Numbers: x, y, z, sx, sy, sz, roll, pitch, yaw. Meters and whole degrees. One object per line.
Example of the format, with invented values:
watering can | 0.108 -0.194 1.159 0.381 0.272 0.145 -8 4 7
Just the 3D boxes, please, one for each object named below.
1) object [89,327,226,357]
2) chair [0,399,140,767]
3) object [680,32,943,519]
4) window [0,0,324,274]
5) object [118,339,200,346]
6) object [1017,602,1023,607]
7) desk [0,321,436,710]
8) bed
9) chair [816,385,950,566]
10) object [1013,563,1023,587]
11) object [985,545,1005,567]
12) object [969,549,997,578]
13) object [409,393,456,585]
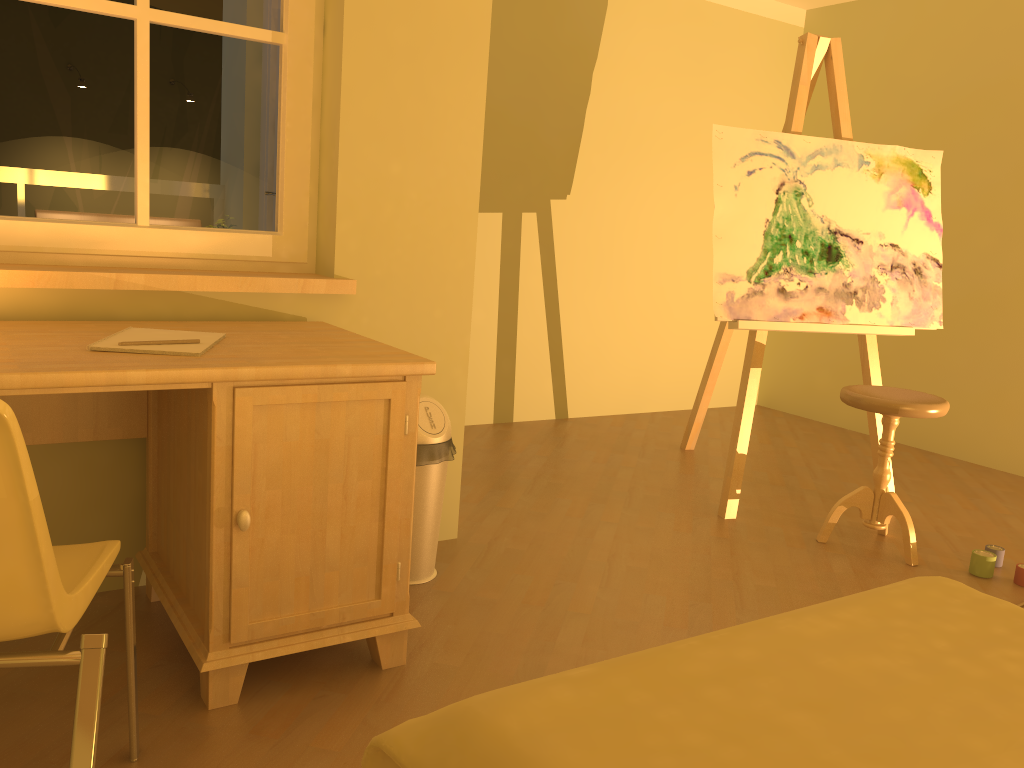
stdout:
object | -0.750 -0.092 1.907 0.210 0.010 0.300 3 10 -9
chair | -0.858 0.351 1.281 0.531 0.785 0.546 2 11 -13
object | 1.046 -0.426 3.565 1.132 1.896 0.972 12 13 38
window | -1.159 -0.918 2.113 1.486 1.263 0.142 -2 12 -33
object | -0.729 -0.086 1.838 0.166 0.009 0.008 -5 14 -42
object | 1.536 0.670 2.684 0.325 0.010 0.010 -4 13 -38
desk | -0.955 0.267 1.890 1.396 0.720 0.684 -2 12 -33
bed | 0.989 0.567 0.547 1.286 0.894 2.378 -3 12 -33
chair | 1.292 0.305 3.081 0.348 0.551 0.364 0 11 -22
object | 1.661 0.620 2.870 0.060 0.060 0.060 12 13 37
object | 1.651 0.589 3.038 0.060 0.060 0.060 13 13 40
object | 1.554 0.594 2.929 0.073 0.073 0.073 -1 12 -29
object | -0.291 0.290 2.556 0.248 0.535 0.255 4 10 1
